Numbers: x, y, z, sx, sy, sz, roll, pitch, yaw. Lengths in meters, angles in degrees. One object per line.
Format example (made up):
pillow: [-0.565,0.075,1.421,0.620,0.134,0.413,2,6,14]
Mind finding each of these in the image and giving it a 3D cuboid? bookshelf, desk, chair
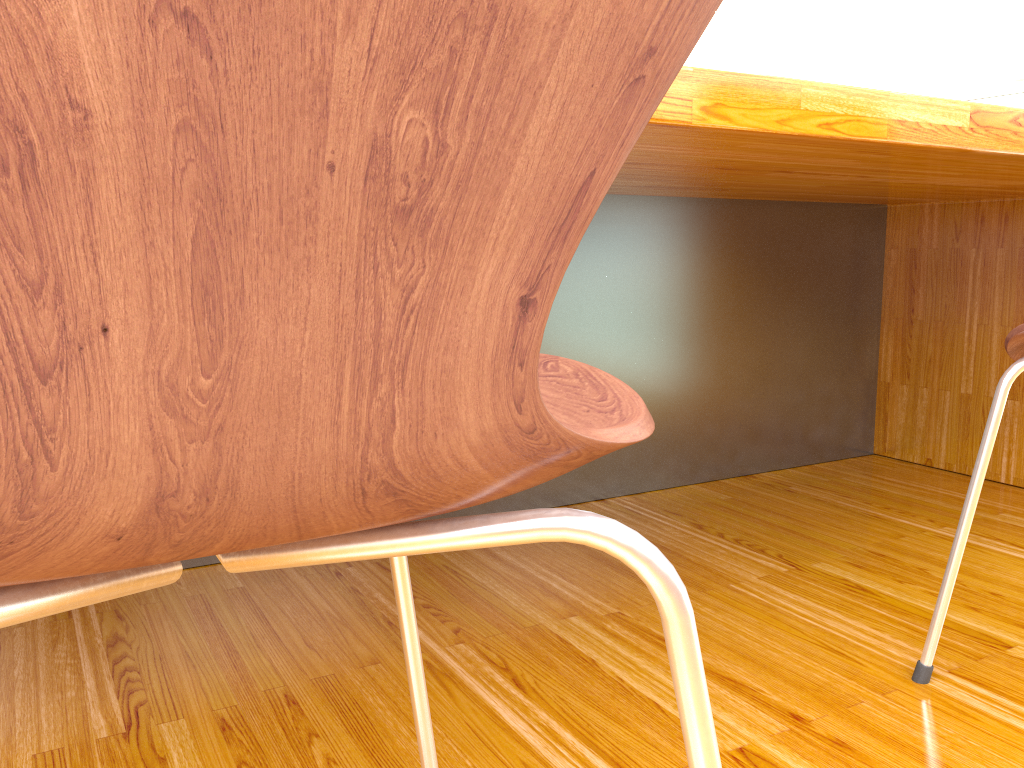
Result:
bookshelf: [4.888,-2.476,7.316,0.498,1.836,2.984,-5,10,-29]
desk: [-0.566,0.059,1.254,3.243,0.785,1.527,-5,10,-29]
chair: [0.704,-0.014,0.845,0.428,0.693,0.381,-5,10,-29]
chair: [-0.142,0.058,0.373,0.428,0.693,0.381,-5,10,-29]

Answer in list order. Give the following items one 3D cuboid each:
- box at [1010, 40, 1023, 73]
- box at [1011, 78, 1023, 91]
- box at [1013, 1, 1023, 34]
box: [4.616,-2.906,7.881,0.274,0.296,0.245,-5,10,-29]
box: [4.621,-2.579,7.920,0.274,0.296,0.245,-5,10,-29]
box: [4.615,-3.230,7.833,0.274,0.296,0.245,-5,10,-29]
